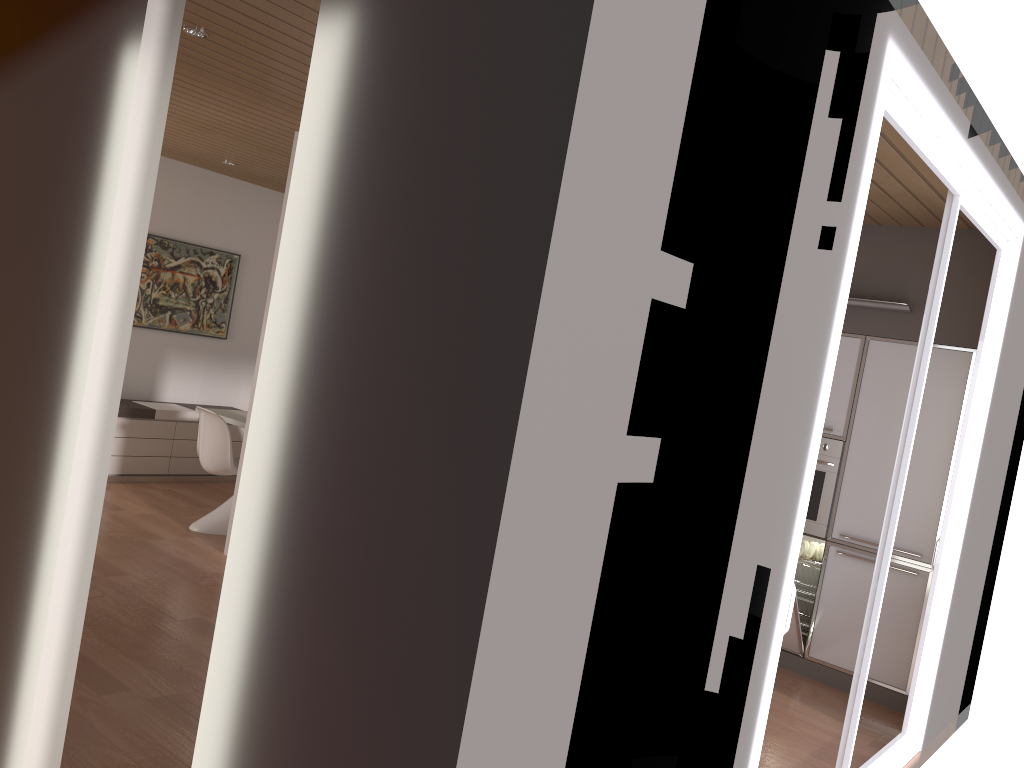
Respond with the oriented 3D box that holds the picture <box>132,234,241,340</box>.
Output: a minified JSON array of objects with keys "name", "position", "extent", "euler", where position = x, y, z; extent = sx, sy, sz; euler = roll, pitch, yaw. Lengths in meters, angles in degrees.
[{"name":"picture","position":[-2.990,-0.860,7.769],"extent":[0.018,0.801,1.277],"euler":[12,3,38]}]

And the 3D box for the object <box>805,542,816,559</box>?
[{"name":"object","position":[1.892,1.054,5.622],"extent":[0.032,0.112,0.115],"euler":[10,2,-11]}]

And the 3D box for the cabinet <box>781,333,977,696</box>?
[{"name":"cabinet","position":[1.719,0.631,5.480],"extent":[1.796,1.948,1.047],"euler":[12,3,38]}]

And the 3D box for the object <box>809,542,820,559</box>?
[{"name":"object","position":[1.915,1.058,5.626],"extent":[0.032,0.112,0.115],"euler":[10,2,-11]}]

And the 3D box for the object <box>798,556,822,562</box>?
[{"name":"object","position":[1.883,1.108,5.624],"extent":[0.190,0.009,0.073],"euler":[10,2,-10]}]

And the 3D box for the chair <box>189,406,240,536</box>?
[{"name":"chair","position":[-1.968,0.604,6.224],"extent":[0.491,0.847,0.608],"euler":[12,3,43]}]

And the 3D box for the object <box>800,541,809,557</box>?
[{"name":"object","position":[1.846,1.046,5.614],"extent":[0.032,0.112,0.115],"euler":[10,2,-11]}]

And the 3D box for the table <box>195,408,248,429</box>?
[{"name":"table","position":[-1.772,0.669,6.644],"extent":[1.100,0.758,0.800],"euler":[12,3,38]}]

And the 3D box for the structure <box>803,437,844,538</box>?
[{"name":"structure","position":[1.670,0.578,5.405],"extent":[0.582,0.583,0.066],"euler":[12,3,38]}]

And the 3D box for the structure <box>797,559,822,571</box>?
[{"name":"structure","position":[1.785,1.096,5.683],"extent":[0.583,0.012,0.479],"euler":[12,3,38]}]

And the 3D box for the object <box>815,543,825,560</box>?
[{"name":"object","position":[1.962,1.066,5.635],"extent":[0.032,0.112,0.115],"euler":[10,2,-11]}]

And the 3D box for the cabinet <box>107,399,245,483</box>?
[{"name":"cabinet","position":[-3.043,0.483,7.604],"extent":[0.540,0.608,1.740],"euler":[12,3,38]}]

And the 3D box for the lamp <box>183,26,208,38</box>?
[{"name":"lamp","position":[-1.356,-1.533,3.809],"extent":[0.102,0.055,0.102],"euler":[11,2,10]}]

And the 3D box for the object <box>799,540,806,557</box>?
[{"name":"object","position":[1.822,1.042,5.610],"extent":[0.032,0.112,0.115],"euler":[10,2,-11]}]

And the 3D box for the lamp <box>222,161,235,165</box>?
[{"name":"lamp","position":[-2.306,-1.825,7.237],"extent":[0.102,0.055,0.102],"euler":[9,2,-35]}]

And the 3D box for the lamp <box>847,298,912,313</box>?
[{"name":"lamp","position":[1.848,-0.509,5.313],"extent":[1.020,0.033,0.139],"euler":[12,3,38]}]

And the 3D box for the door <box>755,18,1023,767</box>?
[{"name":"door","position":[1.515,0.385,3.466],"extent":[0.101,2.700,2.300],"euler":[12,3,38]}]

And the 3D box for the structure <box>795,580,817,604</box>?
[{"name":"structure","position":[1.750,1.291,5.690],"extent":[0.583,0.012,0.479],"euler":[12,3,38]}]
